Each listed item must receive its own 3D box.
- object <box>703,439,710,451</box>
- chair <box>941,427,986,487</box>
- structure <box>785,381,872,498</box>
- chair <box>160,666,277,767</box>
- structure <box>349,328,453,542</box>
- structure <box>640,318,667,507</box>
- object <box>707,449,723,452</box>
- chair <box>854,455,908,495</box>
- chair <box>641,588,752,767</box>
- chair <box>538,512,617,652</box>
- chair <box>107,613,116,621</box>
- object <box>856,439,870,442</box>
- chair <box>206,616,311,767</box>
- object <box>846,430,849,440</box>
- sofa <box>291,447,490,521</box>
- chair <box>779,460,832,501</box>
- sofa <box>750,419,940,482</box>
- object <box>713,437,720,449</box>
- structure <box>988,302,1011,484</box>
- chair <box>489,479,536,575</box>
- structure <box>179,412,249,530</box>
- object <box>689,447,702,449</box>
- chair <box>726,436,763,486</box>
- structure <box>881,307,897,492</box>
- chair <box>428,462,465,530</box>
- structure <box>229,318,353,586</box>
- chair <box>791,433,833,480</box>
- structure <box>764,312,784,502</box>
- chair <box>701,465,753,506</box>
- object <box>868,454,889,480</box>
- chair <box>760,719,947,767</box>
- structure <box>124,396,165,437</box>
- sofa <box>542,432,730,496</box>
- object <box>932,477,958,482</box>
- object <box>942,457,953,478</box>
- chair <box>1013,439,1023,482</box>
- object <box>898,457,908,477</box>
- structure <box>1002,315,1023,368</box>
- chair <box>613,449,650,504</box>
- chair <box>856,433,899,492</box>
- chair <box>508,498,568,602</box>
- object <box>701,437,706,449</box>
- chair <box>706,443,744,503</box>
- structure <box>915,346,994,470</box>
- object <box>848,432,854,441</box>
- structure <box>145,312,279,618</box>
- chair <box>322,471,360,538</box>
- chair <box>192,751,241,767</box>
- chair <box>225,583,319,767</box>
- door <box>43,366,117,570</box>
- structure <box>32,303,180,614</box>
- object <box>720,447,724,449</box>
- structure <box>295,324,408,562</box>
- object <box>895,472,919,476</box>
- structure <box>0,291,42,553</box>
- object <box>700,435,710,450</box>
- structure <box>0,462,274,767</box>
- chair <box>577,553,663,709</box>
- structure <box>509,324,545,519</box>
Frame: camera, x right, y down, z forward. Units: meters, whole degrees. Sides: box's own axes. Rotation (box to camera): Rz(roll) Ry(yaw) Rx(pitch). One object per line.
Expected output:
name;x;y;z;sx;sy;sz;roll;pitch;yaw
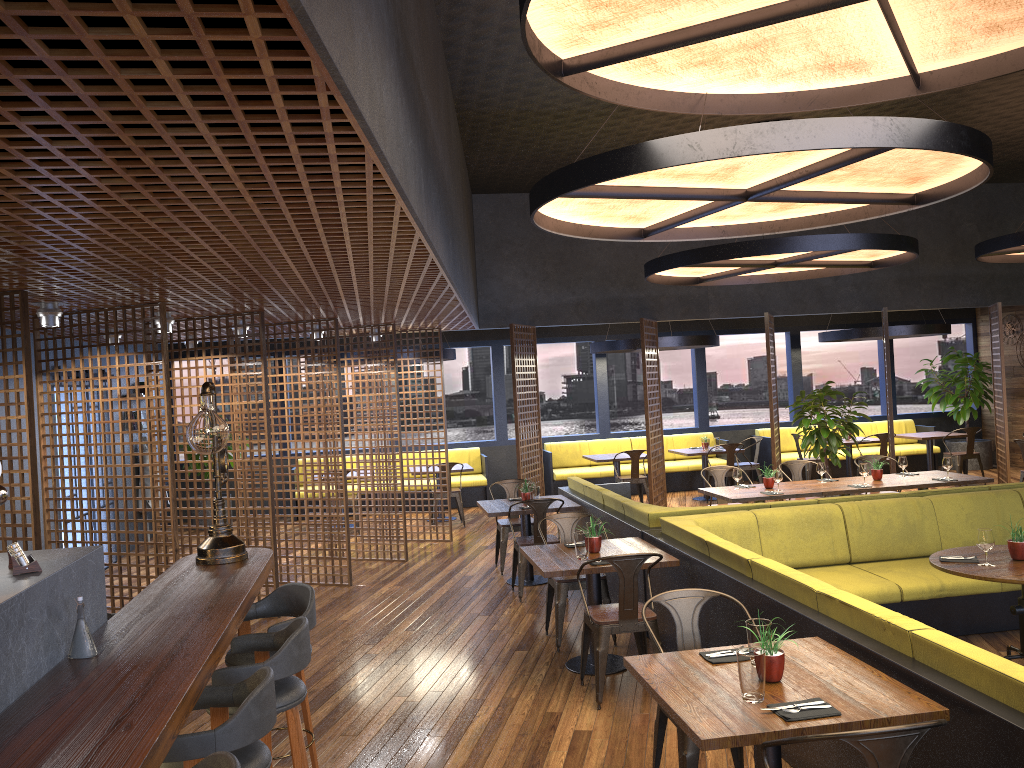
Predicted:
object;2.971;0.927;13.539;0.102;0.178;0.102;-3;0;-23
chair;6.925;1.106;13.614;0.504;0.917;0.541;-3;0;-9
structure;4.046;0.844;11.476;1.166;1.763;0.993;-3;0;-38
chair;-0.975;1.481;2.887;0.438;1.048;0.483;-3;0;-38
structure;-1.443;0.672;11.432;1.319;2.700;0.050;-3;0;21
structure;1.892;0.490;11.801;0.050;2.700;0.852;-3;0;21
object;3.050;1.003;13.390;0.255;0.019;0.157;-3;0;-9
chair;4.117;1.262;9.832;0.504;0.917;0.541;-3;0;-9
chair;0.882;1.444;4.014;0.504;0.917;0.541;-3;0;-9
chair;0.481;1.463;6.684;0.504;0.917;0.541;-3;0;-9
chair;-1.790;1.524;4.024;0.438;1.048;0.483;-3;0;-38
object;5.398;0.875;13.756;0.255;0.019;0.157;-3;0;-9
chair;-1.005;1.482;3.512;0.438;1.048;0.483;-3;0;20
object;5.325;0.752;14.080;0.238;0.271;0.260;-3;0;13
sofa;-1.934;1.590;14.265;3.061;0.914;0.966;-3;0;-9
chair;3.229;1.310;9.693;0.504;0.917;0.541;-3;0;-9
sofa;5.823;1.167;15.478;3.061;0.914;0.966;-3;0;-9
object;3.157;0.917;13.666;0.102;0.178;0.102;-3;0;-23
structure;6.923;0.216;12.588;0.050;2.700;0.852;-3;0;21
chair;0.045;1.484;9.336;0.504;0.917;0.541;-3;0;-9
structure;-4.639;1.313;13.765;1.166;1.763;0.993;-3;0;-38
object;2.941;1.008;14.044;0.255;0.019;0.157;-3;0;-9
chair;3.637;1.284;13.795;0.541;0.917;0.504;-3;0;-9
structure;5.246;0.308;12.326;0.050;2.700;0.852;-3;0;21
chair;-0.914;1.533;12.387;0.504;0.917;0.541;-3;0;-9
structure;-2.309;0.721;9.187;1.319;2.700;0.050;-3;0;21
chair;4.729;1.225;14.027;0.541;0.917;0.504;-3;0;-9
structure;3.569;0.399;12.063;0.050;2.700;0.852;-3;0;21
chair;2.334;1.359;9.554;0.504;0.917;0.541;-3;0;-9
object;3.714;0.845;9.046;0.238;0.271;0.260;-3;0;13
chair;1.074;1.434;2.784;0.504;0.917;0.541;-3;0;-9
structure;-5.102;0.450;12.433;0.293;0.563;1.220;-3;0;-9
sofa;2.085;1.371;14.893;3.061;0.914;0.966;-3;0;-9
object;4.280;0.944;8.801;0.157;0.019;0.255;-3;0;-9
object;4.388;0.844;8.933;0.097;0.206;0.097;-3;0;37
chair;6.574;1.127;11.011;0.541;0.917;0.504;-3;0;-9
object;4.068;0.861;9.226;0.097;0.206;0.097;-3;0;37
structure;8.827;-0.792;14.945;0.058;1.178;1.791;-3;0;-9
chair;1.732;1.389;12.801;0.504;0.917;0.541;-3;0;-9
chair;5.514;1.183;13.393;0.504;0.917;0.541;-3;0;-9
chair;0.234;1.475;8.124;0.504;0.917;0.541;-3;0;-9
object;3.011;0.925;13.896;0.102;0.178;0.102;-3;0;-23
chair;3.143;1.312;13.022;0.504;0.917;0.541;-3;0;-9
structure;7.976;0.414;15.657;1.493;2.184;1.272;-3;0;-9
object;5.319;0.799;13.905;0.102;0.178;0.102;-3;0;-23
structure;-2.742;0.746;8.064;1.319;2.700;0.050;-3;0;21
chair;-2.325;1.610;12.166;0.504;0.917;0.541;-3;0;-9
chair;-0.850;1.475;2.121;0.438;1.048;0.483;-3;0;5
chair;-1.106;1.487;4.092;0.438;1.048;0.483;-3;0;-17
door;-4.830;1.005;10.095;0.052;2.386;2.441;-3;0;-9
structure;-3.175;0.770;6.941;1.319;2.700;0.050;-3;0;21
object;3.310;0.988;13.741;0.157;0.019;0.255;-3;0;-9
structure;-1.876;0.696;10.309;1.319;2.700;0.050;-3;0;21
object;4.186;0.948;9.358;0.157;0.019;0.255;-3;0;-9
structure;-3.609;0.795;5.818;1.319;2.700;0.050;-3;0;21
object;3.000;0.879;13.720;0.238;0.271;0.260;-3;0;13
structure;-1.970;0.712;0.271;2.700;2.700;9.298;-3;0;-9
chair;0.673;1.453;5.452;0.504;0.917;0.541;-3;0;-9
structure;0.215;0.582;11.539;0.050;2.700;0.852;-3;0;21
